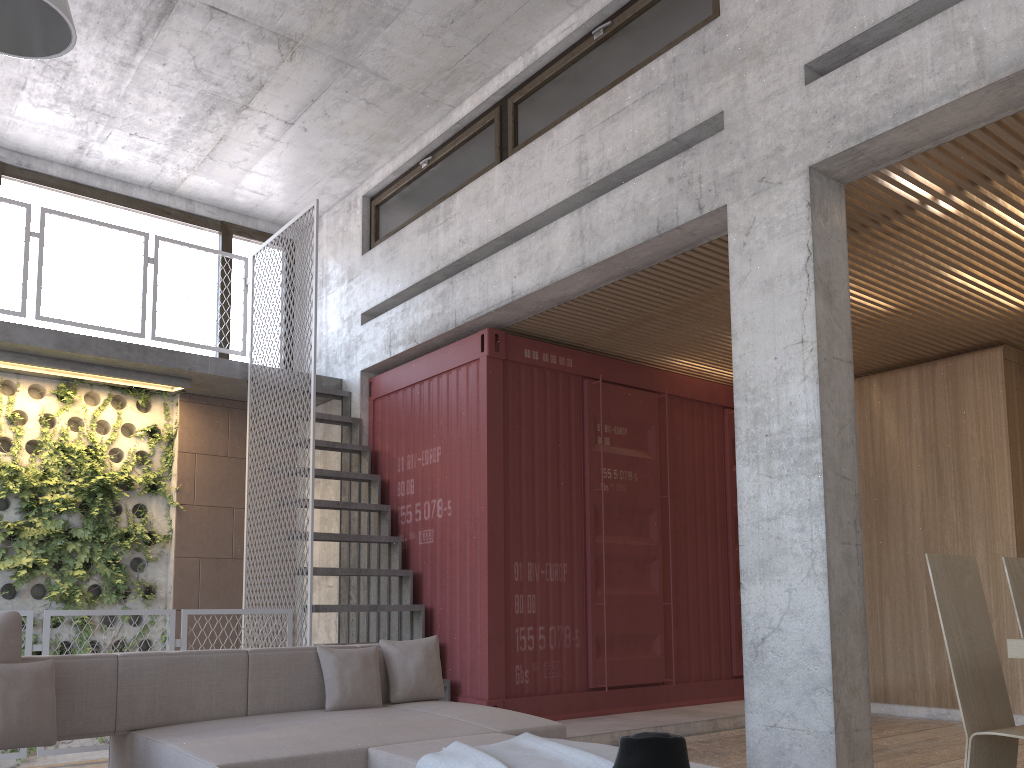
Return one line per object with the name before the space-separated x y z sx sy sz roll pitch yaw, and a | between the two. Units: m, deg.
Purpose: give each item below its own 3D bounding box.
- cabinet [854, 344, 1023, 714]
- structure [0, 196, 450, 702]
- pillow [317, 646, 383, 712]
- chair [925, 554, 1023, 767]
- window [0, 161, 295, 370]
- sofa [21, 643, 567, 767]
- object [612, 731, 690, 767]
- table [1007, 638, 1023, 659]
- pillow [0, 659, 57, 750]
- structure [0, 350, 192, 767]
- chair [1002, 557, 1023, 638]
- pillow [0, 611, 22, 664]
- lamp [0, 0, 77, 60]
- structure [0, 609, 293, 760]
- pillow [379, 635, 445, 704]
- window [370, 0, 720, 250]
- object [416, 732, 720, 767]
cabinet | 5.225 1.604 9.031 3.789 3.063 1.537 8 -12 -38
structure | -2.879 0.736 7.097 3.714 4.225 3.080 7 -12 -38
pillow | -0.851 1.576 4.682 0.374 0.351 0.189 8 -12 -38
chair | 1.920 1.172 3.067 0.351 1.170 0.733 4 -10 -34
window | -3.781 -0.963 8.377 3.600 1.712 0.111 10 -11 -38
sofa | -0.907 1.427 3.254 3.025 0.768 3.061 10 -17 -37
object | 0.406 1.115 2.594 0.301 0.165 0.306 -11 -16 38
table | 3.967 1.538 4.014 5.236 0.902 1.027 11 -15 -37
pillow | -2.033 1.315 3.608 0.170 0.364 0.384 -4 -11 25
structure | -4.029 1.434 7.550 2.648 3.742 1.017 7 -10 -38
chair | 2.358 1.236 3.329 0.351 1.170 0.733 4 -10 -33
pillow | -2.302 1.197 3.542 0.568 0.546 0.224 7 -10 -36
lamp | -2.494 0.246 3.715 2.654 3.354 0.763 -8 -10 39
structure | -4.029 2.059 6.130 4.470 0.914 1.958 11 -17 -37
pillow | -0.554 1.604 4.943 0.364 0.359 0.190 6 -10 -33
window | 1.211 -2.384 5.230 0.114 0.594 8.578 5 -14 -37
object | 0.315 1.413 2.707 1.046 0.491 1.634 4 -14 -19
